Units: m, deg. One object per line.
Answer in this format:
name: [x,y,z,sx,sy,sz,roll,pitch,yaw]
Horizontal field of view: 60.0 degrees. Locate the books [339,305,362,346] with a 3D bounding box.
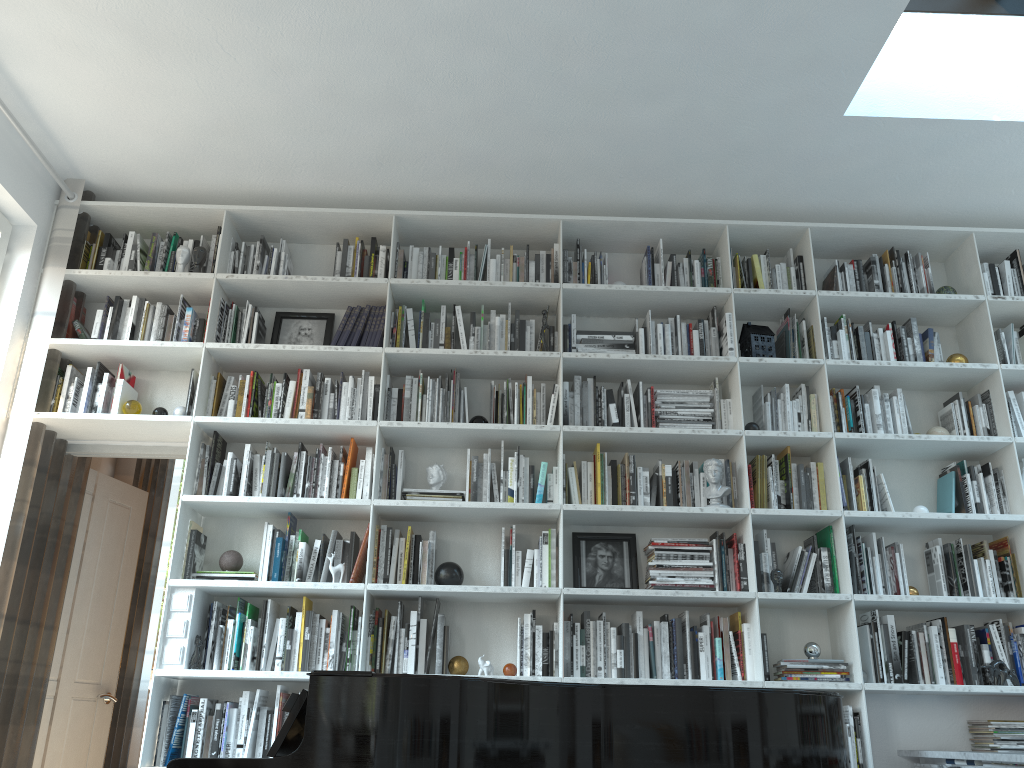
books: [-0.804,-0.230,4.419,0.110,0.278,0.175,1,-21,-1]

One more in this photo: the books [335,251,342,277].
books: [-0.877,-0.546,4.542,0.028,0.217,0.153,1,-21,-1]

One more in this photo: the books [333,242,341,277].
books: [-0.897,-0.569,4.564,0.013,0.276,0.151,1,-21,-1]

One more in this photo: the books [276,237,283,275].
books: [-1.187,-0.589,4.560,0.007,0.300,0.146,1,-21,-1]

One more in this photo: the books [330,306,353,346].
books: [-0.850,-0.228,4.426,0.110,0.278,0.175,1,-21,-1]

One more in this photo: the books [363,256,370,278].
books: [-0.737,-0.529,4.539,0.027,0.189,0.178,1,-21,-1]

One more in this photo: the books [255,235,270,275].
books: [-1.270,-0.591,4.528,0.015,0.278,0.191,1,-21,-1]

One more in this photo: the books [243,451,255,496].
books: [-1.215,0.455,4.141,0.011,0.245,0.177,1,-21,-1]

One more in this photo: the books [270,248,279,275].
books: [-1.201,-0.556,4.525,0.021,0.213,0.174,1,-21,-1]

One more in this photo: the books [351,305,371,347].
books: [-0.751,-0.232,4.419,0.097,0.281,0.175,1,-21,-1]

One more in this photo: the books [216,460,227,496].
books: [-1.337,0.474,4.144,0.042,0.208,0.144,1,-21,-1]

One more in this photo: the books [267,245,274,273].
books: [-1.231,-0.569,4.547,0.013,0.251,0.129,1,-21,-1]

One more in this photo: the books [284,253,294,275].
books: [-1.150,-0.544,4.548,0.013,0.209,0.137,1,-21,-1]

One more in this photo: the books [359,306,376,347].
books: [-0.719,-0.226,4.439,0.078,0.284,0.175,1,-21,-1]

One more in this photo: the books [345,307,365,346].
books: [-0.782,-0.223,4.436,0.110,0.278,0.175,1,-21,-1]

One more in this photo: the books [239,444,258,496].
books: [-1.232,0.441,4.155,0.023,0.280,0.175,1,-21,-1]

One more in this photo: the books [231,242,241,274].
books: [-1.409,-0.576,4.546,0.007,0.257,0.157,1,-21,-1]

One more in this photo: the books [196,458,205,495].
books: [-1.428,0.469,4.138,0.026,0.208,0.155,1,-21,-1]

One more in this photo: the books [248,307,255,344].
books: [-1.278,-0.232,4.403,0.011,0.249,0.168,1,-21,-1]

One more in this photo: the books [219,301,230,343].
books: [-1.423,-0.251,4.411,0.006,0.286,0.149,1,-21,-1]

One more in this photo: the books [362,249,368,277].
books: [-0.757,-0.551,4.573,0.013,0.253,0.130,1,-21,-1]

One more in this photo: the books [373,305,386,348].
books: [-0.650,-0.230,4.427,0.078,0.284,0.175,1,-21,-1]

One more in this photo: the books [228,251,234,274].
books: [-1.421,-0.553,4.531,0.017,0.203,0.143,1,-21,-1]

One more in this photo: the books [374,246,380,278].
books: [-0.688,-0.556,4.565,0.022,0.259,0.153,1,-21,-1]

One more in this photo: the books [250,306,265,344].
books: [-1.266,-0.234,4.403,0.012,0.253,0.167,1,-21,-1]

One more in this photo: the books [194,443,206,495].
books: [-1.446,0.437,4.159,0.012,0.284,0.160,1,-21,-1]

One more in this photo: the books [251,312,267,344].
books: [-1.254,-0.218,4.388,0.012,0.213,0.186,1,-21,-1]

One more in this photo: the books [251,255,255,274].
books: [-1.308,-0.541,4.539,0.014,0.191,0.147,1,-21,-1]

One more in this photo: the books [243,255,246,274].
books: [-1.353,-0.542,4.541,0.017,0.193,0.129,1,-21,-1]

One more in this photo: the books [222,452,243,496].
books: [-1.304,0.456,4.134,0.022,0.234,0.178,1,-21,-1]

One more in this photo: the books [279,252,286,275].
books: [-1.163,-0.544,4.537,0.014,0.201,0.171,1,-21,-1]

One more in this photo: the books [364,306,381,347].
books: [-0.696,-0.224,4.444,0.078,0.284,0.175,1,-21,-1]

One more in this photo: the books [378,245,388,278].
books: [-0.661,-0.557,4.552,0.031,0.253,0.179,1,-21,-1]

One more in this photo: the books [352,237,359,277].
books: [-0.803,-0.584,4.581,0.014,0.319,0.137,1,-21,-1]

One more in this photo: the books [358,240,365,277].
books: [-0.768,-0.571,4.549,0.011,0.273,0.184,1,-21,-1]

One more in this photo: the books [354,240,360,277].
books: [-0.790,-0.572,4.561,0.013,0.282,0.167,1,-21,-1]

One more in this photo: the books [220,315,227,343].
books: [-1.412,-0.211,4.400,0.015,0.206,0.173,1,-21,-1]

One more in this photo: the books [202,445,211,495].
books: [-1.404,0.438,4.133,0.027,0.265,0.176,1,-21,-1]

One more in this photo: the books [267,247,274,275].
books: [-1.218,-0.557,4.532,0.013,0.219,0.182,1,-21,-1]

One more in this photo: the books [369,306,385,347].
books: [-0.673,-0.225,4.440,0.078,0.284,0.175,1,-21,-1]

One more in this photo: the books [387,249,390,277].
books: [-0.625,-0.550,4.566,0.039,0.251,0.147,1,-21,-1]

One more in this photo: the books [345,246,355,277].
books: [-0.824,-0.561,4.543,0.028,0.248,0.156,1,-21,-1]

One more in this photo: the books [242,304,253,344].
books: [-1.294,-0.240,4.396,0.023,0.257,0.184,1,-21,-1]

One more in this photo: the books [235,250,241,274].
books: [-1.389,-0.553,4.537,0.032,0.209,0.159,1,-21,-1]

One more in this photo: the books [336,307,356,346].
books: [-0.827,-0.224,4.435,0.110,0.278,0.175,1,-21,-1]

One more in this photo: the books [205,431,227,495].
books: [-1.384,0.405,4.142,0.012,0.332,0.185,1,-21,-1]

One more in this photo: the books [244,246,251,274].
books: [-1.337,-0.562,4.532,0.013,0.224,0.177,1,-21,-1]

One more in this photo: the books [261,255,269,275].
books: [-1.251,-0.539,4.528,0.026,0.182,0.162,1,-21,-1]

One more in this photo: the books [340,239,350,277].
books: [-0.850,-0.575,4.549,0.024,0.278,0.188,1,-21,-1]

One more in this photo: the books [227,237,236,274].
books: [-1.432,-0.588,4.553,0.007,0.284,0.160,1,-21,-1]

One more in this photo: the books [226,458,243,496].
books: [-1.279,0.468,4.120,0.028,0.203,0.189,1,-21,-1]

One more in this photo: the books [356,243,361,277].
books: [-0.778,-0.566,4.546,0.010,0.262,0.157,1,-21,-1]

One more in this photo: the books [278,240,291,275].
books: [-1.177,-0.581,4.570,0.015,0.292,0.131,1,-21,-1]

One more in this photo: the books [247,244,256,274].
books: [-1.322,-0.568,4.540,0.016,0.242,0.157,1,-21,-1]

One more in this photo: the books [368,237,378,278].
books: [-0.710,-0.582,4.549,0.025,0.296,0.164,1,-21,-1]

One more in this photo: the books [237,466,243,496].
books: [-1.256,0.492,4.159,0.021,0.187,0.130,1,-21,-1]

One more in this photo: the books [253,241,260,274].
books: [-1.293,-0.577,4.540,0.016,0.260,0.155,1,-21,-1]

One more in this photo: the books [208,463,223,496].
books: [-1.361,0.479,4.122,0.037,0.181,0.190,1,-21,-1]

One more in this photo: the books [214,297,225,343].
books: [-1.436,-0.258,4.403,0.005,0.291,0.184,1,-21,-1]

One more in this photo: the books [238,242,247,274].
books: [-1.366,-0.573,4.538,0.012,0.248,0.180,1,-21,-1]
